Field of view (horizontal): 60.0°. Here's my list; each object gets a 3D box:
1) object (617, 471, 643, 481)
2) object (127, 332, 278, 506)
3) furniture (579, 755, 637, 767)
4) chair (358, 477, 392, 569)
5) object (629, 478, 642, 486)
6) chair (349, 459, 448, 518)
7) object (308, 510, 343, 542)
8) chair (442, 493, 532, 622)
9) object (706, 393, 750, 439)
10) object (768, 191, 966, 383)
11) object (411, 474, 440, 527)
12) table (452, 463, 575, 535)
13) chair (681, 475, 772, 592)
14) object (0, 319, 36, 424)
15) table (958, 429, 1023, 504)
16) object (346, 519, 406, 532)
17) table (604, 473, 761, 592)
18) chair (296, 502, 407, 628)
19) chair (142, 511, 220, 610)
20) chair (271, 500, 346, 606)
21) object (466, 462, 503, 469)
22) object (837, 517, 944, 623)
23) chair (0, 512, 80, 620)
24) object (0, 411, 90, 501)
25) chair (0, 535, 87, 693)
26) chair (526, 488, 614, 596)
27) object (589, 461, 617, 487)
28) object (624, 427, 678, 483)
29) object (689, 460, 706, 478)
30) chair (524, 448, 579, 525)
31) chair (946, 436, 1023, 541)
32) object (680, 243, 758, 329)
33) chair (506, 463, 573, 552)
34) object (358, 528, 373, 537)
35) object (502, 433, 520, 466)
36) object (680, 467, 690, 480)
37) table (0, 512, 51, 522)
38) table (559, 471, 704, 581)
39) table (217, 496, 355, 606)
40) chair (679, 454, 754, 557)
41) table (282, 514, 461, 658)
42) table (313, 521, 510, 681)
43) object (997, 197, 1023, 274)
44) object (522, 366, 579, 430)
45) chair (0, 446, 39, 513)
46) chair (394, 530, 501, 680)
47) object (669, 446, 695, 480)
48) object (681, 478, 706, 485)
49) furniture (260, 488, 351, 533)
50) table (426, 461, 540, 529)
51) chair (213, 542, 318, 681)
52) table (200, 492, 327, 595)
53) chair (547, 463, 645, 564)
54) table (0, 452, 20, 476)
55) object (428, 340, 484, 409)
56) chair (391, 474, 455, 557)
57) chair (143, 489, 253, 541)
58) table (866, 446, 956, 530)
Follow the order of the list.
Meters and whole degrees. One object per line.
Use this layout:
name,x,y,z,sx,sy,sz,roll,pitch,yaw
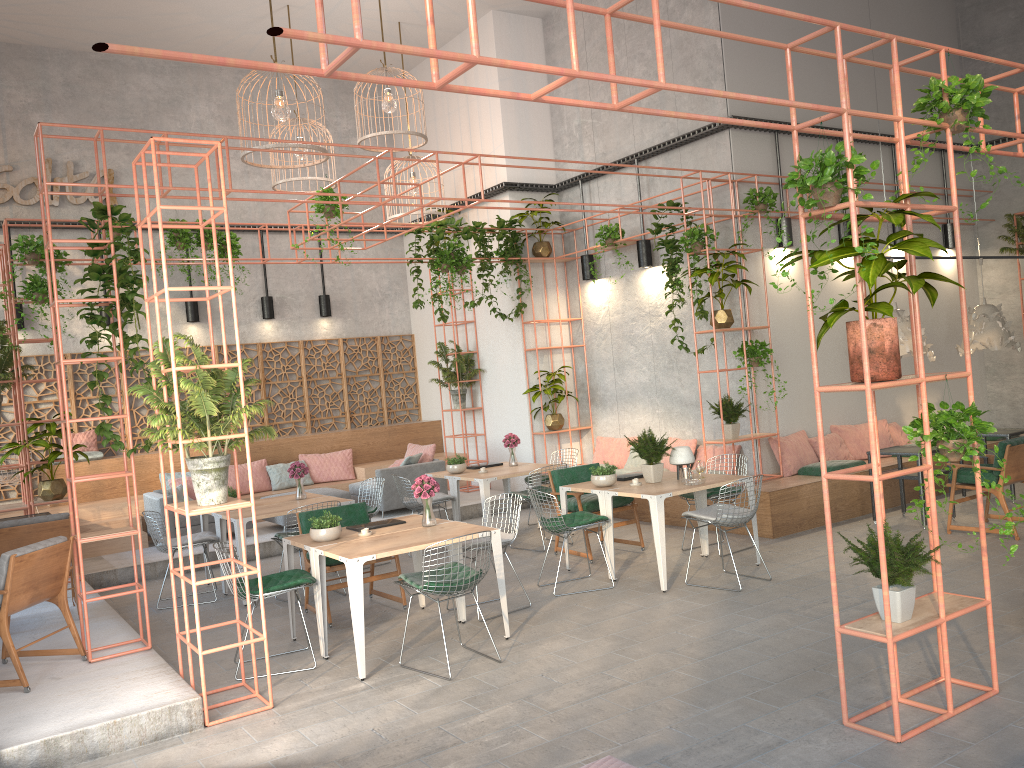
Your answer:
object,1.186,0.920,8.851,0.427,0.031,0.268,-6,1,-33
object,-1.987,0.221,5.681,0.900,1.100,0.894,-5,1,-4
furniture,0.269,1.698,2.969,0.976,0.446,0.941,-6,1,-33
chair,-1.745,1.559,9.929,0.717,0.941,0.565,-5,1,-32
object,1.149,0.909,8.252,0.115,0.078,0.115,-5,1,-28
chair,-1.636,1.455,12.667,1.052,0.672,1.127,-6,1,-33
object,-1.440,1.093,6.848,0.252,0.247,0.247,-6,1,-33
chair,-0.233,1.447,7.526,0.717,0.941,0.565,-5,1,-32
object,2.468,0.366,10.131,0.368,0.527,0.438,-6,1,-33
object,1.805,-0.484,4.521,0.924,0.946,0.923,-5,1,23
object,-0.679,0.926,7.048,0.225,0.414,0.213,-6,1,-41
table,0.025,1.439,10.492,1.214,0.830,0.694,-6,1,-33
chair,1.854,1.258,7.720,0.565,0.941,0.717,-6,1,-37
object,-5.427,-0.123,9.193,0.900,1.101,0.894,-5,1,21
table,5.754,0.958,10.508,0.602,0.798,0.635,-6,1,-33
object,-1.120,1.167,7.311,0.427,0.031,0.268,-6,1,-33
table,1.568,1.324,8.131,1.214,0.830,0.694,-6,1,-33
chair,-1.441,1.557,7.834,0.722,0.917,0.685,-6,1,-33
chair,-3.287,1.707,8.905,0.717,0.941,0.565,-5,1,-17
chair,-1.966,1.592,8.583,0.565,0.941,0.717,-6,1,-37
object,-0.357,1.034,11.212,0.427,0.031,0.268,-6,1,-33
object,1.972,0.972,4.644,0.368,0.527,0.438,-6,1,-33
chair,-4.211,1.614,7.763,0.722,0.929,0.685,-6,1,-33
object,-4.908,0.769,9.280,0.903,0.923,0.934,-5,1,23
chair,-3.468,1.571,6.101,0.685,0.914,0.722,-5,1,7
chair,0.533,1.373,8.042,0.717,0.941,0.565,-5,1,-17
object,0.865,0.846,8.388,0.254,0.247,0.248,-6,1,-33
object,1.293,0.664,8.357,0.368,0.527,0.438,-6,1,-33
object,1.766,0.811,8.369,0.210,0.154,0.165,-6,1,-44
chair,0.532,1.339,11.428,0.717,0.941,0.565,-5,1,-32
chair,4.788,0.994,8.763,0.722,0.929,0.685,-6,1,-33
object,2.324,-1.093,9.985,0.903,0.947,0.934,-5,1,18
chair,0.311,1.372,10.082,0.565,0.941,0.717,-6,1,-37
object,-1.143,1.150,6.898,0.115,0.073,0.115,-6,1,-39
object,-0.001,0.813,11.001,0.225,0.414,0.213,-6,1,-41
object,1.608,0.840,8.223,0.095,0.119,0.095,-5,1,-9
table,-4.799,1.721,8.687,0.602,0.798,0.635,-6,1,-33
table,1.184,1.353,8.711,1.205,0.830,0.694,-6,1,-33
table,-2.254,1.659,8.995,1.214,0.830,0.694,-6,1,-33
chair,2.075,1.224,9.067,0.717,0.941,0.565,-5,1,-32
table,-1.123,1.588,7.171,1.205,0.830,0.694,-6,1,-33
table,-0.739,1.559,6.591,1.214,0.830,0.694,-6,1,-33
object,7.258,-2.043,12.335,0.894,1.101,0.900,-5,1,26
object,0.544,0.215,12.930,0.903,0.919,0.934,-5,1,28
chair,-5.833,1.174,10.276,0.565,0.941,0.717,-5,1,-25
chair,-0.454,1.481,6.180,0.565,0.941,0.717,-6,1,-37
object,1.620,0.752,8.436,0.241,0.313,0.241,-5,1,12
object,1.633,0.880,7.982,0.218,0.041,0.218,-5,1,-25
furniture,-2.796,1.679,12.026,0.975,0.446,0.941,-6,1,-33
table,-0.359,1.467,11.073,1.205,0.830,0.694,-6,1,-33
chair,-1.775,1.596,6.502,0.717,0.941,0.565,-5,1,-17
table,-2.637,1.687,9.574,1.205,0.830,0.694,-6,1,-33
chair,0.868,1.334,9.374,0.722,0.917,0.685,-6,1,-33
table,-6.699,1.311,11.639,0.602,0.798,0.635,-6,1,-33
object,-0.890,-0.153,14.072,0.900,1.097,0.894,-5,1,-4
chair,-1.010,1.488,10.404,0.717,0.941,0.565,-5,1,-17
chair,-4.092,1.644,11.539,1.127,0.586,1.056,-6,1,-33
table,4.293,1.099,9.547,0.602,0.798,0.635,-6,1,-33
